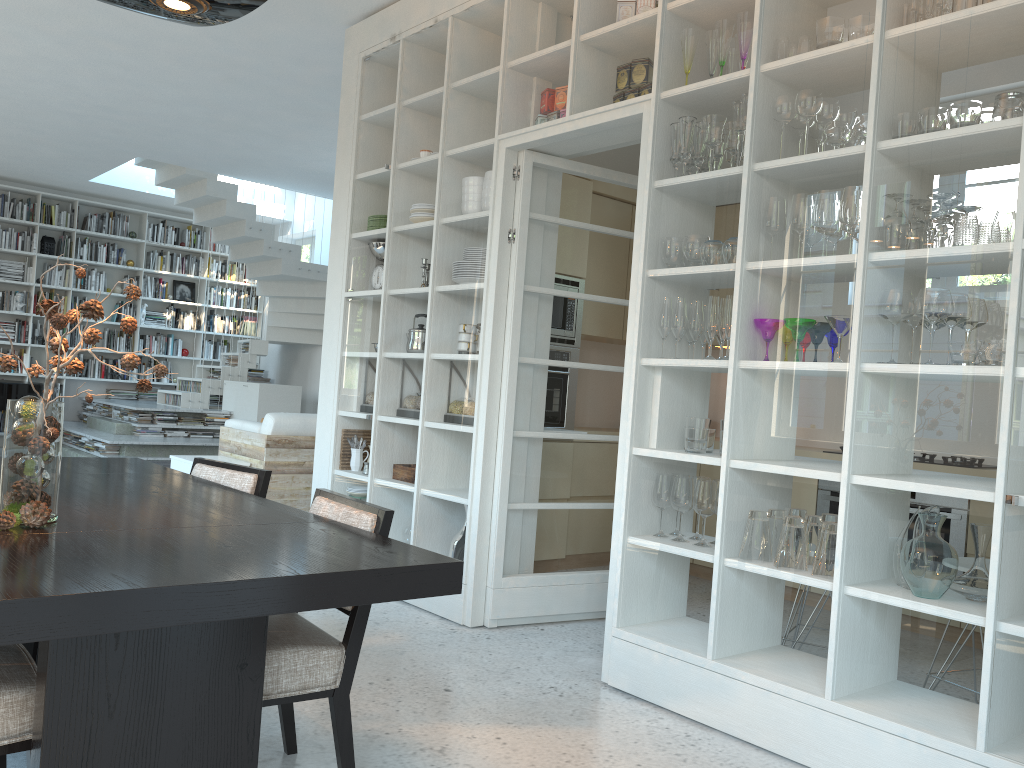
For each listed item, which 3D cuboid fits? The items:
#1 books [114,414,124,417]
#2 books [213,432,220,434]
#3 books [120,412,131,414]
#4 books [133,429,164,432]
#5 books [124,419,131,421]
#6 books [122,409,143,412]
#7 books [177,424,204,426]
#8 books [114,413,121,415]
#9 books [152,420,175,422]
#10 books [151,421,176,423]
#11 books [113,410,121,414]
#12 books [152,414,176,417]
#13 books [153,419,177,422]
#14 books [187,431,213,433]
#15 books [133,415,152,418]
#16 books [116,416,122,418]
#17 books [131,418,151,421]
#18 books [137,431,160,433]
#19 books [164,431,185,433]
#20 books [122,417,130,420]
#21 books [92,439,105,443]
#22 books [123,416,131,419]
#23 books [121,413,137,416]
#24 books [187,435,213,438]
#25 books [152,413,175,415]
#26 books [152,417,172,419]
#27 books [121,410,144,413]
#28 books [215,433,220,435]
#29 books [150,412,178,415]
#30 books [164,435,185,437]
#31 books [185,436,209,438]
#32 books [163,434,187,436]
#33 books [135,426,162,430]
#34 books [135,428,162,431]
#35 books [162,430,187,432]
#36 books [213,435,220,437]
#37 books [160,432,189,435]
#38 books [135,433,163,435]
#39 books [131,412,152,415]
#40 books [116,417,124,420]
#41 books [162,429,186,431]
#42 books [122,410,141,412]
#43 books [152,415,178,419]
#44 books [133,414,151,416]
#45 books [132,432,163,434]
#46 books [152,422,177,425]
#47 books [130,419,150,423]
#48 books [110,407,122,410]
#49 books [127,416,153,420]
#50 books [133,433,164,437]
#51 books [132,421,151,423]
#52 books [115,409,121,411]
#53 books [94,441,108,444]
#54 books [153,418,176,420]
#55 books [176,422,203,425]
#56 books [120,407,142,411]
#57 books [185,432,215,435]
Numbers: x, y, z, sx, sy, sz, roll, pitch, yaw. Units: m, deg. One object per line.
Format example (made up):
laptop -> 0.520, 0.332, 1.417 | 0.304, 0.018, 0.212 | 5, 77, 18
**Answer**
books -> -4.536, 0.368, 10.370 | 0.167, 0.024, 0.192 | 5, -1, -39
books -> -3.386, 0.569, 10.325 | 0.215, 0.007, 0.130 | 5, -1, -38
books -> -4.341, 0.334, 10.132 | 0.187, 0.009, 0.250 | 5, -1, -40
books -> -4.009, 0.514, 9.772 | 0.292, 0.012, 0.159 | 5, -1, -37
books -> -4.337, 0.411, 10.140 | 0.142, 0.020, 0.230 | 5, -1, -35
books -> -4.337, 0.301, 10.134 | 0.170, 0.008, 0.208 | 5, -1, -37
books -> -3.707, 0.466, 10.170 | 0.291, 0.007, 0.174 | 5, -1, -37
books -> -4.543, 0.348, 10.363 | 0.178, 0.015, 0.187 | 5, -1, -35
books -> -3.932, 0.418, 10.006 | 0.207, 0.012, 0.131 | 5, -1, -44
books -> -3.930, 0.430, 10.002 | 0.227, 0.013, 0.148 | 5, -1, -42
books -> -4.537, 0.326, 10.366 | 0.174, 0.029, 0.250 | 5, -1, -42
books -> -3.923, 0.354, 10.001 | 0.221, 0.018, 0.154 | 5, -1, -39
books -> -3.916, 0.406, 9.988 | 0.215, 0.013, 0.189 | 5, -1, -41
books -> -3.581, 0.547, 10.134 | 0.275, 0.009, 0.176 | 5, -1, -40
books -> -4.144, 0.368, 9.937 | 0.137, 0.012, 0.242 | 5, -1, -39
books -> -4.524, 0.387, 10.381 | 0.136, 0.013, 0.258 | 5, -1, -40
books -> -4.155, 0.400, 9.930 | 0.152, 0.015, 0.208 | 5, -1, -43
books -> -4.007, 0.526, 9.769 | 0.210, 0.012, 0.168 | 5, -1, -36
books -> -3.803, 0.537, 9.967 | 0.211, 0.018, 0.134 | 5, -1, -37
books -> -4.339, 0.397, 10.137 | 0.154, 0.007, 0.292 | 5, -1, -37
books -> -4.178, 0.589, 9.133 | 0.192, 0.014, 0.256 | 5, -1, -44
books -> -4.334, 0.380, 10.141 | 0.155, 0.028, 0.189 | 5, -1, -39
books -> -4.339, 0.352, 10.135 | 0.177, 0.026, 0.230 | 5, -1, -40
books -> -3.575, 0.592, 10.134 | 0.250, 0.018, 0.177 | 5, -1, -37
books -> -3.917, 0.341, 9.995 | 0.228, 0.009, 0.159 | 5, -1, -44
books -> -3.923, 0.383, 9.998 | 0.260, 0.009, 0.153 | 5, -1, -37
books -> -4.338, 0.318, 10.133 | 0.168, 0.013, 0.281 | 5, -1, -43
books -> -3.387, 0.580, 10.326 | 0.229, 0.014, 0.133 | 5, -1, -41
books -> -3.929, 0.328, 10.010 | 0.261, 0.016, 0.128 | 5, -1, -41
books -> -3.802, 0.584, 9.961 | 0.208, 0.015, 0.152 | 5, -1, -42
books -> -3.589, 0.605, 10.150 | 0.250, 0.009, 0.144 | 5, -1, -41
books -> -3.791, 0.568, 9.950 | 0.169, 0.019, 0.232 | 4, -1, 45
books -> -4.006, 0.485, 9.771 | 0.157, 0.025, 0.234 | 4, -1, 45
books -> -4.016, 0.502, 9.781 | 0.257, 0.010, 0.132 | 5, -1, -36
books -> -3.798, 0.525, 9.962 | 0.242, 0.005, 0.152 | 5, -1, -39
books -> -3.383, 0.603, 10.319 | 0.234, 0.017, 0.151 | 5, -1, -39
books -> -3.797, 0.552, 9.958 | 0.273, 0.012, 0.158 | 5, -1, -42
books -> -4.013, 0.547, 9.774 | 0.264, 0.006, 0.164 | 5, -1, -39
books -> -4.148, 0.335, 9.932 | 0.149, 0.014, 0.228 | 5, -1, -42
books -> -4.532, 0.401, 10.375 | 0.132, 0.016, 0.262 | 5, -1, -35
books -> -3.799, 0.516, 9.964 | 0.220, 0.013, 0.148 | 5, -1, -41
books -> -4.337, 0.308, 10.134 | 0.171, 0.007, 0.260 | 5, -1, -42
books -> -3.908, 0.372, 9.981 | 0.230, 0.015, 0.190 | 5, -1, -35
books -> -4.146, 0.347, 9.934 | 0.132, 0.009, 0.269 | 5, -1, -36
books -> -4.013, 0.540, 9.774 | 0.285, 0.008, 0.159 | 5, -1, -42
books -> -3.921, 0.444, 9.991 | 0.216, 0.015, 0.177 | 5, -1, -42
books -> -4.161, 0.414, 9.926 | 0.161, 0.014, 0.212 | 5, -1, -36
books -> -4.544, 0.287, 10.357 | 0.192, 0.014, 0.256 | 5, -1, -44
books -> -4.164, 0.380, 9.922 | 0.185, 0.014, 0.297 | 5, -1, -41
books -> -4.001, 0.563, 9.759 | 0.262, 0.023, 0.200 | 5, -1, -42
books -> -4.150, 0.427, 9.937 | 0.144, 0.009, 0.249 | 5, -1, -40
books -> -4.528, 0.304, 10.373 | 0.208, 0.017, 0.145 | 4, -1, 45
books -> -4.173, 0.602, 9.138 | 0.176, 0.010, 0.266 | 5, -1, -44
books -> -3.922, 0.394, 9.996 | 0.210, 0.012, 0.168 | 5, -1, -39
books -> -3.719, 0.450, 10.186 | 0.294, 0.014, 0.133 | 5, -1, -43
books -> -4.346, 0.285, 10.124 | 0.189, 0.022, 0.237 | 5, -1, -35
books -> -3.571, 0.561, 10.132 | 0.287, 0.018, 0.190 | 5, -1, -41
